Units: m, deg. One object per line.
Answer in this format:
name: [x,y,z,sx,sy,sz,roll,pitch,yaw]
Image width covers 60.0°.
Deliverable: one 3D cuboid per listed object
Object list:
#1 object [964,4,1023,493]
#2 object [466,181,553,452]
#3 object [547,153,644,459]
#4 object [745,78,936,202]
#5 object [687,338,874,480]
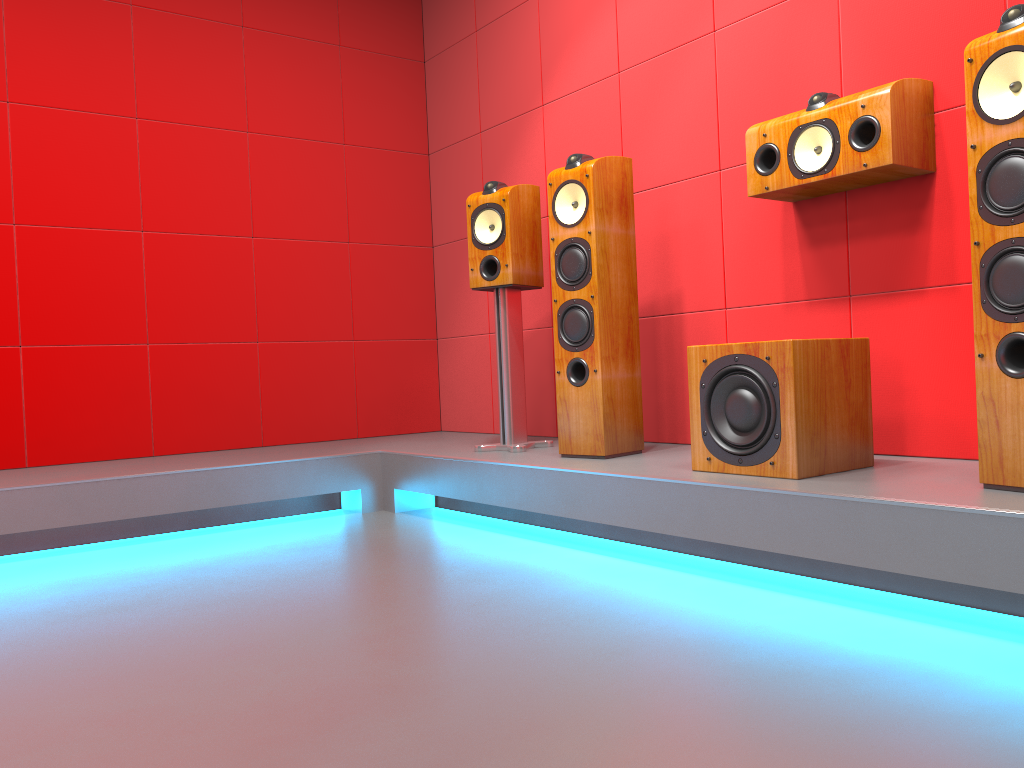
object: [1.175,-0.296,1.950,0.238,1.052,0.203,-3,1,-26]
object: [-0.014,-0.269,3.536,0.231,1.058,0.265,-2,1,34]
object: [0.292,-0.274,3.119,0.203,1.052,0.238,-2,1,44]
object: [0.980,-0.739,2.689,0.235,0.271,0.493,-3,1,-36]
object: [0.753,0.061,2.510,0.360,0.360,0.360,-3,1,-36]
